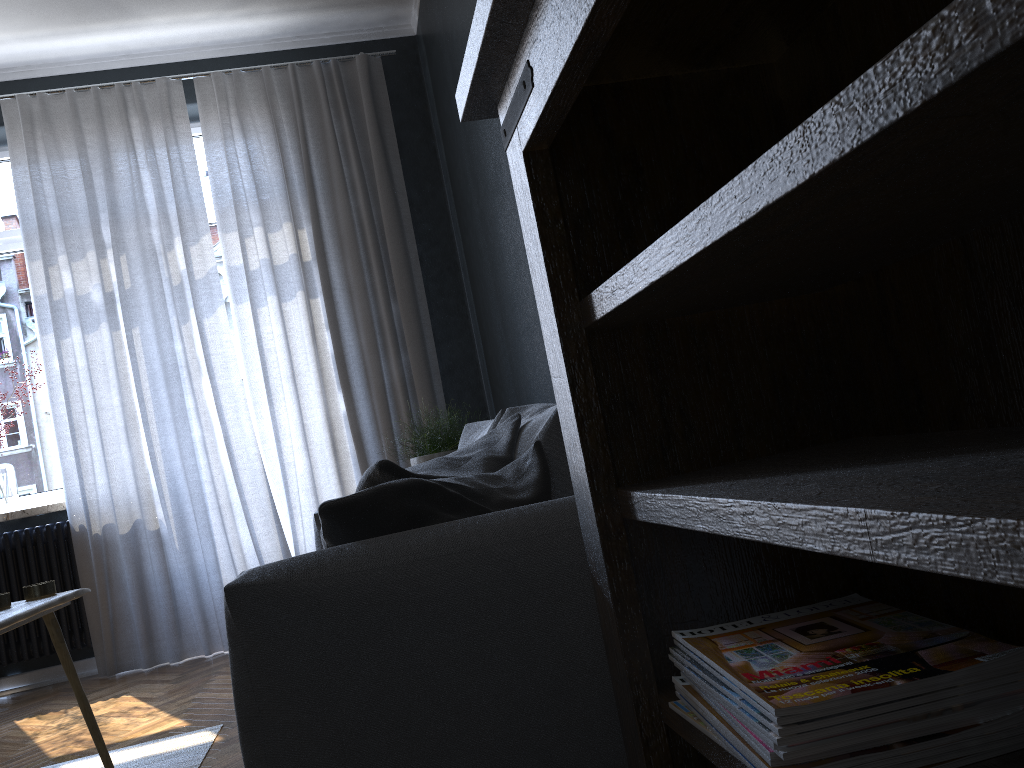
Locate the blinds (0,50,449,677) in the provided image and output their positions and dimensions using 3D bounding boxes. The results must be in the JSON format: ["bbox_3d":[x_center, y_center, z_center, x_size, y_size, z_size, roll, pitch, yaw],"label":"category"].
[{"bbox_3d":[-2.274,0.012,4.204,3.990,2.786,0.313,-10,-3,-10],"label":"blinds"}]

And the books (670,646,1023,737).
[{"bbox_3d":[0.298,0.264,0.850,0.218,0.008,0.305,-11,-4,-7],"label":"books"}]

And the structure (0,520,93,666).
[{"bbox_3d":[-2.772,1.076,4.097,1.845,0.600,0.216,-10,-3,-10],"label":"structure"}]

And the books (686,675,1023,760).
[{"bbox_3d":[0.304,0.288,0.857,0.218,0.008,0.288,-11,-4,-4],"label":"books"}]

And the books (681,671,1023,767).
[{"bbox_3d":[0.305,0.294,0.857,0.218,0.008,0.288,-11,-4,-4],"label":"books"}]

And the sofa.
[{"bbox_3d":[-0.133,0.484,2.305,0.969,0.797,2.343,-10,-4,-11],"label":"sofa"}]

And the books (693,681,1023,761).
[{"bbox_3d":[0.305,0.282,0.849,0.218,0.006,0.305,-11,-4,-5],"label":"books"}]

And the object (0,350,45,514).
[{"bbox_3d":[-2.499,0.218,4.241,0.514,0.809,0.600,-9,-4,-36],"label":"object"}]

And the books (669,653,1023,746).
[{"bbox_3d":[0.297,0.271,0.850,0.218,0.008,0.305,-11,-4,-7],"label":"books"}]

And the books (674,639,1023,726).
[{"bbox_3d":[0.301,0.256,0.851,0.218,0.008,0.305,-11,-4,-5],"label":"books"}]

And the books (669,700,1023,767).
[{"bbox_3d":[0.305,0.322,0.854,0.218,0.008,0.305,-10,-4,-10],"label":"books"}]

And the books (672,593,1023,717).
[{"bbox_3d":[0.298,0.248,0.850,0.218,0.013,0.305,-11,-4,-5],"label":"books"}]

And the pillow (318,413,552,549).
[{"bbox_3d":[-0.120,0.257,1.693,0.442,0.361,0.798,-12,-4,8],"label":"pillow"}]

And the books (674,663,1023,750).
[{"bbox_3d":[0.300,0.278,0.852,0.218,0.008,0.288,-11,-4,-6],"label":"books"}]

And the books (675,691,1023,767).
[{"bbox_3d":[0.304,0.316,0.856,0.218,0.007,0.305,-11,-4,-5],"label":"books"}]

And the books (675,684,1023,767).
[{"bbox_3d":[0.302,0.308,0.855,0.218,0.008,0.305,-11,-4,-5],"label":"books"}]

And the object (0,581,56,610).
[{"bbox_3d":[-1.193,0.507,2.055,0.103,0.033,0.369,-11,-4,0],"label":"object"}]

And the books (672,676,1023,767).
[{"bbox_3d":[0.300,0.301,0.856,0.218,0.013,0.305,-11,-4,-5],"label":"books"}]

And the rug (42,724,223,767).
[{"bbox_3d":[-1.234,1.067,1.726,1.003,0.013,2.014,-10,-4,-10],"label":"rug"}]

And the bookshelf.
[{"bbox_3d":[0.407,0.049,0.263,0.450,1.171,1.921,-11,-4,-10],"label":"bookshelf"}]

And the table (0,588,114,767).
[{"bbox_3d":[-1.142,0.782,1.903,0.339,0.549,0.788,-11,-4,-10],"label":"table"}]
